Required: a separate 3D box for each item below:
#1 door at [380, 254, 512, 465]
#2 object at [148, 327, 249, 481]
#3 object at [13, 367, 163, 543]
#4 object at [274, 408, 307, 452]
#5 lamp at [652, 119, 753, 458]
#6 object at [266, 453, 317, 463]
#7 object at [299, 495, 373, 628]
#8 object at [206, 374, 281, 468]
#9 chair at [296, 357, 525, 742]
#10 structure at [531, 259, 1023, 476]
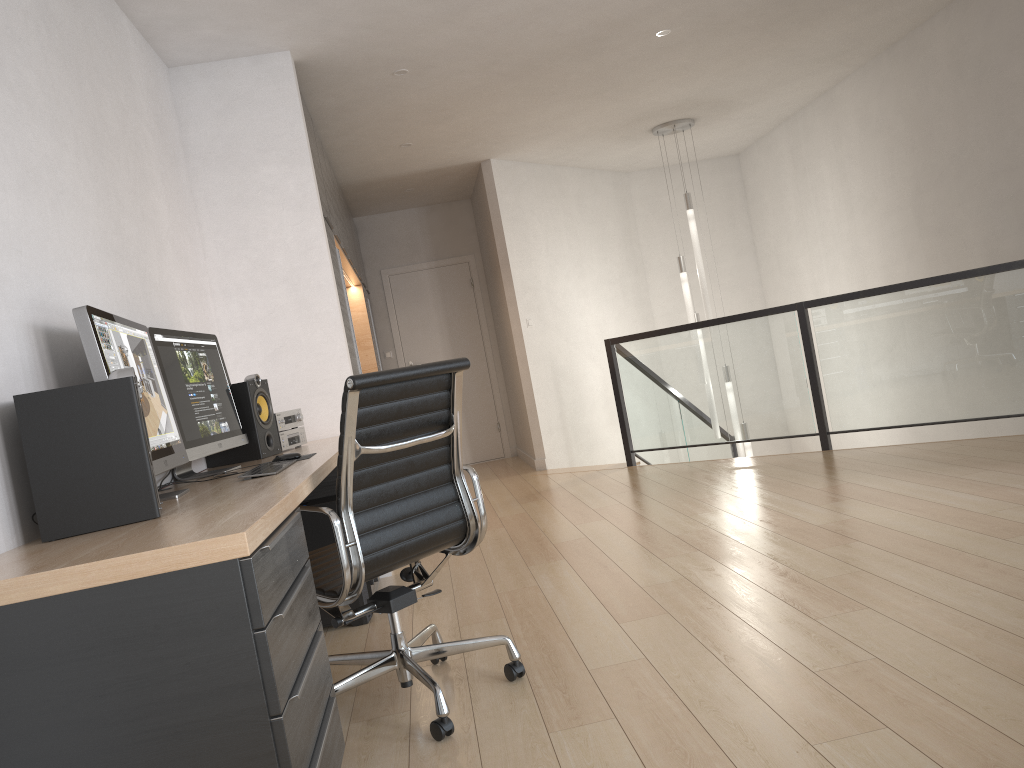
[{"bbox_3d":[-0.672,-0.200,9.112,0.974,2.136,0.085,-11,1,-6],"label":"door"},{"bbox_3d":[-1.164,0.071,3.263,0.190,0.535,0.716,-11,1,-1],"label":"object"},{"bbox_3d":[-0.971,0.155,2.054,0.249,0.354,0.198,-11,1,-21],"label":"object"},{"bbox_3d":[-1.113,0.227,4.032,0.270,0.174,0.285,-10,1,9],"label":"object"},{"bbox_3d":[1.535,-1.364,7.608,0.359,6.725,0.359,-10,1,31],"label":"lamp"},{"bbox_3d":[-0.825,0.280,3.232,0.200,0.002,0.250,-11,1,-6],"label":"object"},{"bbox_3d":[-0.862,0.771,3.737,0.474,0.527,0.215,-11,1,-6],"label":"object"},{"bbox_3d":[-1.161,0.152,3.766,0.249,0.354,0.198,-10,1,9],"label":"object"},{"bbox_3d":[-0.424,0.476,2.639,0.699,0.991,0.664,-9,2,45],"label":"chair"},{"bbox_3d":[2.838,1.461,7.214,4.190,4.339,2.823,-9,2,39],"label":"structure"}]
